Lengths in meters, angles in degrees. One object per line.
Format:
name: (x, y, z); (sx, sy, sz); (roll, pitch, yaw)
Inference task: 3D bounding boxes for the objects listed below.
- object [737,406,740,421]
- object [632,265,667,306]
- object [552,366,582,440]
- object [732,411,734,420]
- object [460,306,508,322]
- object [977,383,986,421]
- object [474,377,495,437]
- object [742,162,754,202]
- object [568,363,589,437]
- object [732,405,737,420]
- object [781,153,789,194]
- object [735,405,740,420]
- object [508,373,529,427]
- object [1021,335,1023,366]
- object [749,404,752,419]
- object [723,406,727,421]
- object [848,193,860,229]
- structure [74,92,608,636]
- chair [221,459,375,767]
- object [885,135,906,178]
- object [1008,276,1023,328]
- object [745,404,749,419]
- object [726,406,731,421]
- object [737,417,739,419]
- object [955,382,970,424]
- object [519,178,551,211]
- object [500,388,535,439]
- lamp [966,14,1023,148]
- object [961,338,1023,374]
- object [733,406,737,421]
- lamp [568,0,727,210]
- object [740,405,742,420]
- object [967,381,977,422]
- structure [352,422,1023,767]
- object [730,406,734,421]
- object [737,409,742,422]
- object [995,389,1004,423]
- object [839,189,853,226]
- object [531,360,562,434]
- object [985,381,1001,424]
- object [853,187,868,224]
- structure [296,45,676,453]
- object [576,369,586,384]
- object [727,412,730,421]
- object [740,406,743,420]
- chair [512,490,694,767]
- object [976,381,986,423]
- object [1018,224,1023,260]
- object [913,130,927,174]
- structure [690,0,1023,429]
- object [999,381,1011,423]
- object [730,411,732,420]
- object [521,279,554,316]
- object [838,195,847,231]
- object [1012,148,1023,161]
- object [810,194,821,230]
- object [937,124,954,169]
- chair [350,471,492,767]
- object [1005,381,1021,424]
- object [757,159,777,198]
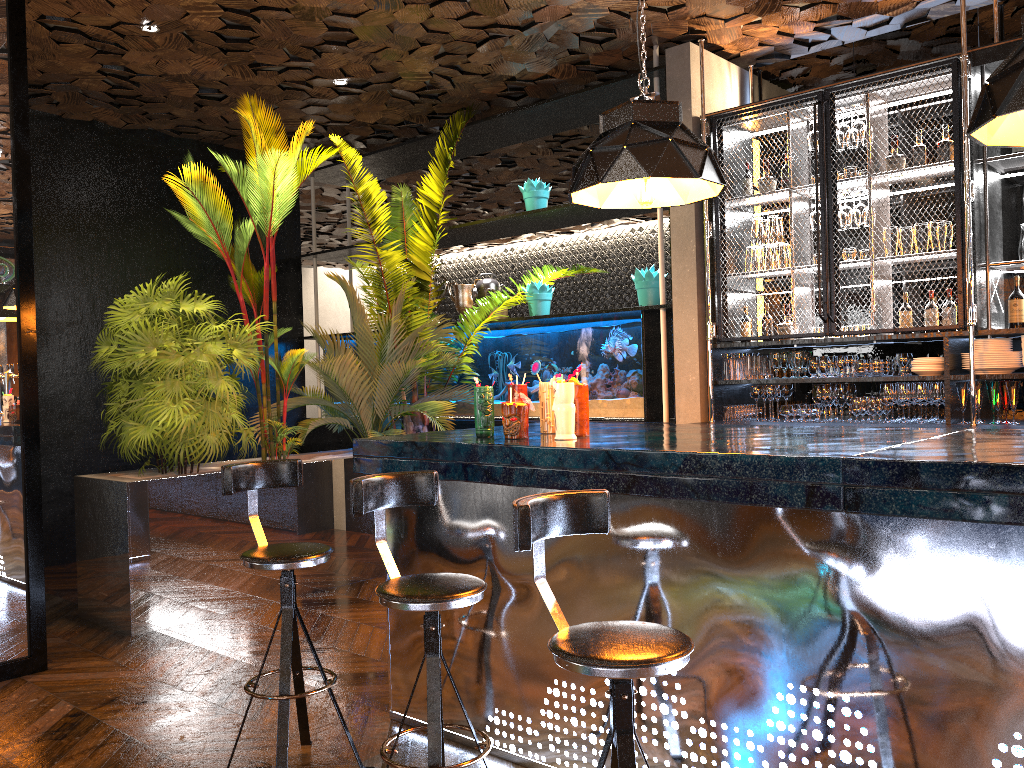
object: (1.489, 0.194, 5.844); (0.031, 0.098, 0.031); (-2, 0, 15)
object: (0.989, -0.696, 6.374); (0.265, 0.325, 0.245); (-1, 1, 35)
object: (0.199, 0.069, 3.219); (0.099, 0.264, 0.081); (-2, 0, -28)
object: (1.479, 0.194, 5.950); (0.028, 0.097, 0.028); (-1, 1, 39)
object: (-0.236, -0.578, 7.559); (0.320, 0.135, 0.250); (-1, 1, 42)
object: (2.677, 0.097, 5.081); (0.073, 0.229, 0.073); (-1, 0, 30)
object: (-0.112, 0.089, 3.482); (0.084, 0.237, 0.086); (-2, 0, -29)
object: (1.586, -1.362, 5.966); (0.075, 0.260, 0.075); (-2, 0, 1)
object: (0.244, 0.059, 3.349); (0.091, 0.277, 0.080); (-2, 0, -16)
object: (1.502, 0.193, 5.979); (0.028, 0.097, 0.028); (-2, 0, -24)
object: (1.787, -1.366, 5.754); (0.075, 0.261, 0.075); (-2, 0, 1)
object: (1.508, 0.193, 5.922); (0.033, 0.101, 0.033); (-2, 0, 23)
object: (0.025, 0.080, 3.553); (0.078, 0.246, 0.084); (-1, 1, 40)
object: (2.857, -0.169, 4.665); (0.309, 0.216, 0.149); (-1, 1, 39)
object: (1.620, 0.189, 6.044); (0.033, 0.101, 0.033); (-2, 0, 6)
object: (1.412, 0.196, 5.876); (0.028, 0.097, 0.028); (-1, 0, 32)
object: (2.137, -1.081, 5.534); (0.081, 0.213, 0.081); (-2, 1, -43)
structure: (-1.165, -0.401, 6.782); (1.873, 3.561, 4.073); (-1, 1, 43)
chair: (-0.817, 0.842, 3.186); (0.476, 1.108, 0.419); (-1, 1, 42)
object: (2.292, -1.363, 5.302); (0.108, 0.244, 0.108); (-1, 0, 30)
object: (2.789, -0.447, 4.896); (0.086, 0.299, 0.086); (-2, 0, 1)
object: (1.594, 0.190, 6.018); (0.033, 0.101, 0.033); (-2, 0, -19)
object: (1.423, 0.196, 5.829); (0.033, 0.101, 0.033); (-2, 0, -24)
object: (1.526, 0.192, 6.001); (0.028, 0.097, 0.028); (-2, 0, -14)
object: (2.495, 0.104, 4.903); (0.073, 0.229, 0.073); (-1, 0, 30)
object: (0.187, -1.483, 7.061); (0.265, 0.325, 0.245); (-2, 0, 6)
object: (0.023, 0.109, 3.359); (0.131, 0.191, 0.110); (-2, 1, -36)
lamp: (1.606, -1.528, 2.512); (0.582, 1.564, 0.607); (-1, 1, 42)
object: (2.648, -0.153, 4.896); (0.306, 0.195, 0.300); (-1, 1, 43)
object: (1.465, 0.195, 5.815); (0.031, 0.098, 0.031); (-2, 0, -10)
lamp: (0.483, -1.474, 3.346); (0.582, 1.606, 0.607); (-1, 1, 42)
object: (1.534, 0.192, 5.955); (0.033, 0.101, 0.033); (-2, 1, -43)
object: (2.608, 0.100, 4.998); (0.073, 0.229, 0.073); (-1, 0, 30)
structure: (2.003, 0.477, 2.052); (6.009, 1.685, 1.214); (-1, 1, 42)
object: (1.454, 0.195, 5.861); (0.033, 0.101, 0.033); (-2, 0, 22)
object: (1.475, 0.205, 5.753); (0.034, 0.080, 0.034); (-2, 1, -35)
object: (2.699, 0.098, 4.927); (0.073, 0.229, 0.073); (-1, 0, 30)
object: (2.041, -1.077, 5.427); (0.081, 0.213, 0.081); (-2, 1, -43)
object: (0.143, 0.051, 3.556); (0.105, 0.298, 0.116); (-2, 0, -17)
object: (2.617, 0.101, 4.821); (0.073, 0.229, 0.073); (-1, 0, 30)
object: (2.108, -1.079, 5.366); (0.081, 0.213, 0.081); (-2, 1, -43)
structure: (-0.290, -0.518, 7.623); (4.269, 3.734, 0.705); (-1, 1, 42)
object: (0.256, 0.070, 3.492); (0.080, 0.254, 0.091); (-1, 1, 44)
object: (1.436, 0.195, 5.900); (0.028, 0.097, 0.028); (-2, 0, 1)
object: (1.519, 0.193, 5.872); (0.031, 0.098, 0.031); (-2, 0, 3)
chair: (0.228, 0.820, 2.007); (0.476, 1.108, 0.419); (-1, 1, 42)
object: (2.587, 0.101, 4.915); (0.073, 0.229, 0.073); (-1, 0, 30)
object: (2.821, -0.769, 4.836); (0.105, 0.209, 0.105); (-2, 0, -3)
object: (2.393, -1.367, 5.209); (0.073, 0.246, 0.072); (-1, 0, 27)
structure: (3.846, -0.523, 3.695); (6.750, 3.553, 1.143); (-1, 1, 42)
object: (2.697, 0.098, 4.841); (0.073, 0.229, 0.073); (-1, 0, 30)
object: (1.457, 0.195, 5.925); (0.028, 0.097, 0.028); (-2, 0, -23)
object: (0.210, -0.678, 7.067); (0.265, 0.325, 0.245); (-2, 0, 6)
object: (2.072, -1.079, 5.592); (0.081, 0.213, 0.081); (-2, 1, -43)
object: (2.803, -1.384, 4.885); (0.086, 0.298, 0.086); (-2, 0, 1)
object: (1.905, -1.074, 5.548); (0.081, 0.213, 0.081); (-2, 1, -43)
object: (2.502, -1.370, 5.113); (0.072, 0.246, 0.073); (-2, 1, -33)
chair: (-0.248, 0.829, 2.592); (0.476, 1.108, 0.419); (-1, 1, 42)
object: (2.687, 0.099, 4.752); (0.073, 0.229, 0.073); (-1, 0, 30)
object: (1.676, -1.354, 5.833); (0.108, 0.244, 0.108); (-1, 0, 30)
